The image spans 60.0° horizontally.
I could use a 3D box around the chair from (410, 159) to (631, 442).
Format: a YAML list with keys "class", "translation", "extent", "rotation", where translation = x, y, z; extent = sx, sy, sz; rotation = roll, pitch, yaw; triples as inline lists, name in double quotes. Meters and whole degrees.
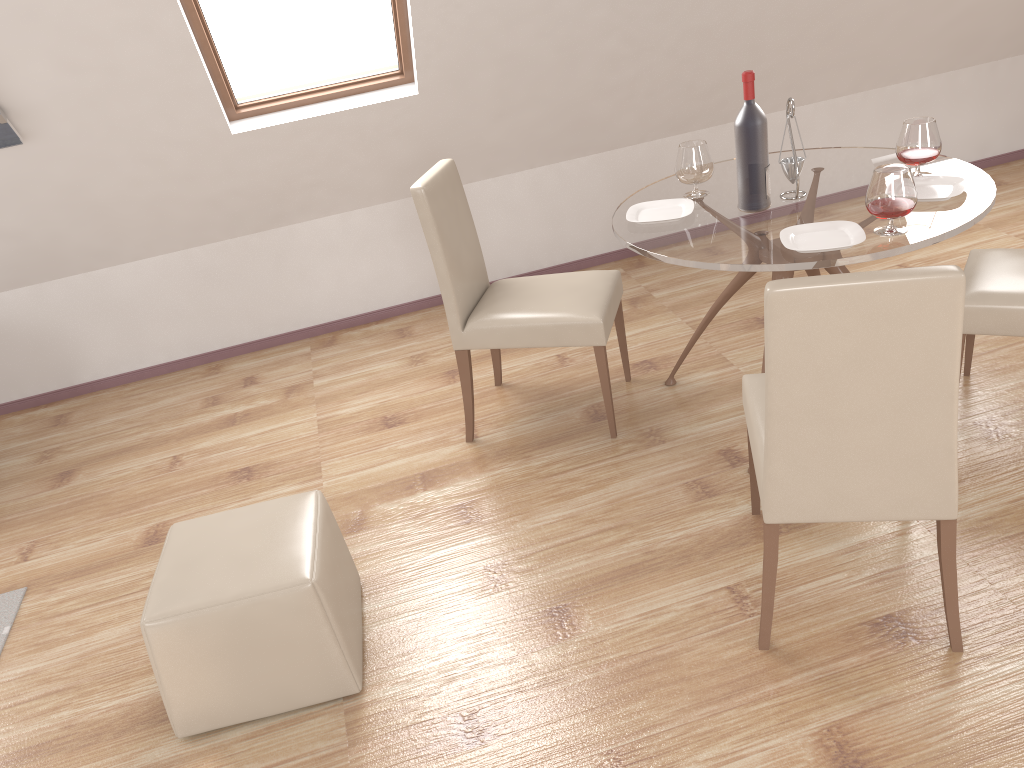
- class: "chair"
  translation: [0.069, -0.336, 3.321]
  extent: [0.618, 0.999, 0.477]
  rotation: [-2, 28, 17]

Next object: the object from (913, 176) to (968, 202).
- class: "object"
  translation: [1.286, -0.603, 2.757]
  extent: [0.228, 0.020, 0.228]
  rotation: [7, 32, 32]

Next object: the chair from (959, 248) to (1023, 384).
- class: "chair"
  translation: [1.712, -0.337, 2.709]
  extent: [0.618, 0.999, 0.477]
  rotation: [7, 32, 31]

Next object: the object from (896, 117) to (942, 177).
- class: "object"
  translation: [1.319, -0.763, 2.877]
  extent: [0.136, 0.183, 0.136]
  rotation: [-26, 30, -27]

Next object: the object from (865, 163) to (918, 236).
- class: "object"
  translation: [1.067, -0.518, 2.497]
  extent: [0.136, 0.183, 0.136]
  rotation: [-26, 30, -27]

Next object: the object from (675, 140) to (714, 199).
- class: "object"
  translation: [0.640, -0.753, 3.111]
  extent: [0.136, 0.183, 0.136]
  rotation: [-3, 28, 16]

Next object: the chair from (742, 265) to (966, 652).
- class: "chair"
  translation: [0.827, 0.087, 2.218]
  extent: [0.477, 0.999, 0.618]
  rotation: [-4, 28, 14]

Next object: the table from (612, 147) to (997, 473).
- class: "table"
  translation: [0.996, -0.286, 3.126]
  extent: [1.198, 0.770, 1.198]
  rotation: [-5, 27, 11]

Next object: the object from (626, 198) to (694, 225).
- class: "object"
  translation: [0.503, -0.581, 3.007]
  extent: [0.228, 0.020, 0.228]
  rotation: [-3, 28, 15]

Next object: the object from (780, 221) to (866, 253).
- class: "object"
  translation: [0.890, -0.418, 2.548]
  extent: [0.228, 0.020, 0.228]
  rotation: [-5, 28, 12]

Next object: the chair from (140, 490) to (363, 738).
- class: "chair"
  translation: [-0.707, 0.600, 2.458]
  extent: [0.506, 0.394, 0.506]
  rotation: [-13, 27, -4]

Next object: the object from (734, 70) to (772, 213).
- class: "object"
  translation: [0.758, -0.766, 2.809]
  extent: [0.109, 0.435, 0.109]
  rotation: [-17, 27, -12]

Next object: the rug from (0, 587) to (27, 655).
- class: "rug"
  translation: [-2.109, 1.478, 1.716]
  extent: [1.600, 0.007, 2.800]
  rotation: [-15, 27, -8]

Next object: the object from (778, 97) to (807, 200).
- class: "object"
  translation: [0.906, -0.764, 2.877]
  extent: [0.086, 0.322, 0.096]
  rotation: [13, 35, 38]

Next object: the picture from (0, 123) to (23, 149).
- class: "picture"
  translation: [-2.147, -1.012, 2.854]
  extent: [0.650, 0.738, 0.683]
  rotation: [-15, 27, -8]
